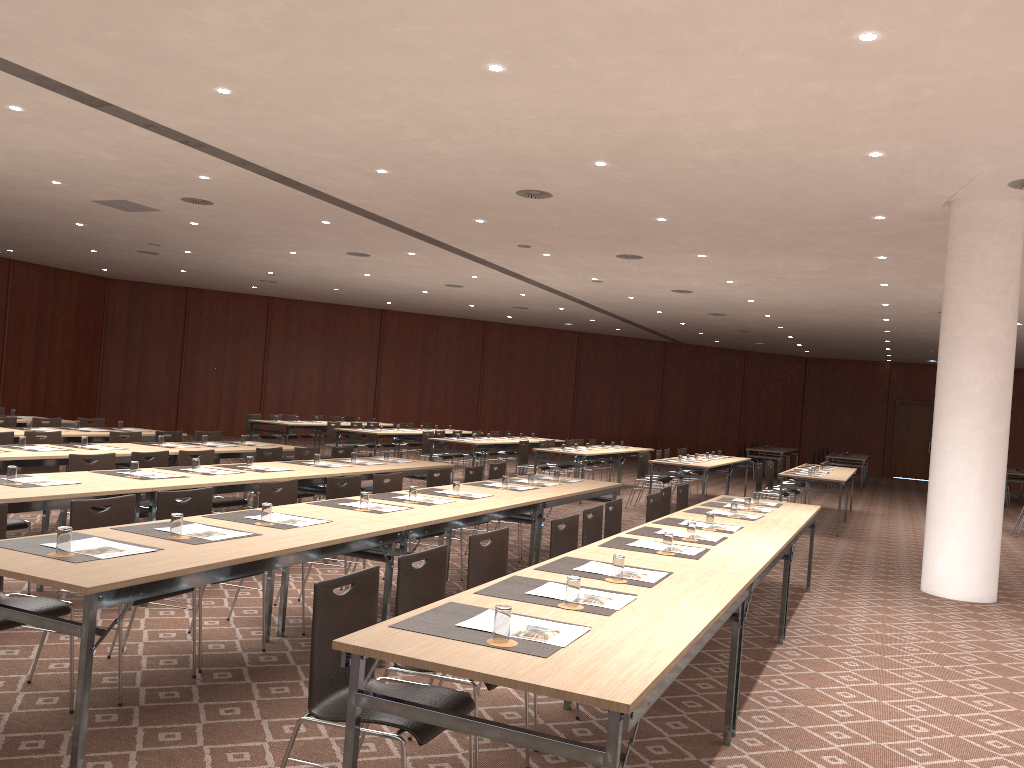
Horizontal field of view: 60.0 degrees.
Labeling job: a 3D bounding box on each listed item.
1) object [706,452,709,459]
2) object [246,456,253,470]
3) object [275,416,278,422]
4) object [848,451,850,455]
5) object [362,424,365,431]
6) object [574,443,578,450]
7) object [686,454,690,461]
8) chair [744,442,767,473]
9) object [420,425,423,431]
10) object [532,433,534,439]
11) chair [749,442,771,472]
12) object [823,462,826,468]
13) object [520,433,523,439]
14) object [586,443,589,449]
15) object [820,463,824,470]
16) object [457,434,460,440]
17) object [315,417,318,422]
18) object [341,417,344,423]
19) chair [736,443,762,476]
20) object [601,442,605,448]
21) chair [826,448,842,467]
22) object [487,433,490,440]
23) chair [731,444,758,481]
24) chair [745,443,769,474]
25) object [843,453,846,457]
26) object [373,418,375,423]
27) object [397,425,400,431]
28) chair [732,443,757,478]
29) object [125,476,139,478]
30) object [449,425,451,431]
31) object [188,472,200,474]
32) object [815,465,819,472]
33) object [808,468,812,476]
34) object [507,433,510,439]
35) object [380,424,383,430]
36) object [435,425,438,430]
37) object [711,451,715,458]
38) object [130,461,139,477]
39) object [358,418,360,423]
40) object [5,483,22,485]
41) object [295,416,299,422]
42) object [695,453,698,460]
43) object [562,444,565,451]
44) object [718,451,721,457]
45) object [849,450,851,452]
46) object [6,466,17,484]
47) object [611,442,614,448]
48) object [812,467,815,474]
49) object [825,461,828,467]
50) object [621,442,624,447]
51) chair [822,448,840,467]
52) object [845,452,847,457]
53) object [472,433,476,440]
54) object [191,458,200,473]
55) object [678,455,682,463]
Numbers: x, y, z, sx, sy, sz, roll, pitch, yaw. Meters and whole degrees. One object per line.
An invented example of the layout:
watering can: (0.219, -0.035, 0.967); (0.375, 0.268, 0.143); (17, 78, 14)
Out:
object: (3.602, 1.316, 16.334); (0.054, 0.114, 0.054); (5, -1, -10)
object: (-2.289, 0.689, 7.737); (0.054, 0.114, 0.054); (5, -1, -33)
object: (-4.625, 0.683, 17.427); (0.054, 0.114, 0.054); (4, -1, 12)
object: (9.470, 1.941, 24.926); (0.054, 0.114, 0.054); (5, -1, -10)
object: (-2.789, 0.814, 16.627); (0.054, 0.114, 0.054); (4, -1, 12)
object: (1.130, 1.107, 15.634); (0.054, 0.114, 0.054); (4, -1, 12)
object: (2.950, 1.237, 14.847); (0.054, 0.114, 0.054); (4, -1, 12)
chair: (7.379, 2.233, 26.723); (0.613, 0.939, 0.536); (4, -1, 20)
object: (-1.903, 0.923, 18.713); (0.054, 0.114, 0.054); (5, -1, -10)
object: (0.451, 1.117, 19.107); (0.054, 0.114, 0.054); (5, -1, -10)
chair: (7.654, 2.265, 27.250); (0.613, 0.939, 0.536); (4, -1, 21)
object: (5.678, 1.477, 16.139); (0.054, 0.114, 0.054); (5, -1, -33)
object: (0.189, 1.085, 18.512); (0.054, 0.114, 0.054); (5, -1, -10)
object: (1.384, 1.138, 16.242); (0.054, 0.114, 0.054); (4, -1, 12)
object: (5.432, 1.447, 15.543); (0.054, 0.114, 0.054); (5, -1, -33)
object: (-0.958, 0.944, 15.836); (0.054, 0.114, 0.054); (4, -1, 12)
object: (-4.108, 0.746, 18.624); (0.054, 0.114, 0.054); (4, -1, 12)
object: (-3.731, 0.792, 19.516); (0.054, 0.114, 0.054); (5, -1, -10)
chair: (6.749, 2.154, 25.147); (0.613, 0.939, 0.536); (4, -1, 24)
object: (1.759, 1.184, 17.129); (0.054, 0.114, 0.054); (5, -1, -10)
chair: (9.532, 2.398, 26.386); (0.613, 0.939, 0.536); (4, -1, 26)
object: (-0.447, 1.007, 17.030); (0.054, 0.114, 0.054); (4, -1, 12)
chair: (6.296, 2.095, 23.914); (0.613, 0.939, 0.536); (4, -1, 25)
chair: (7.210, 2.207, 26.038); (0.613, 0.939, 0.536); (4, -1, 22)
object: (8.560, 1.830, 22.844); (0.054, 0.114, 0.054); (5, -1, -33)
object: (-3.221, 0.855, 20.710); (0.054, 0.114, 0.054); (5, -1, -10)
object: (-2.282, 0.876, 17.828); (0.054, 0.114, 0.054); (4, -1, 12)
chair: (6.473, 2.122, 24.617); (0.613, 0.939, 0.536); (4, -1, 21)
object: (-2.794, 0.684, 6.538); (0.102, 0.001, 0.102); (4, -1, 12)
object: (-1.390, 0.986, 19.909); (0.054, 0.114, 0.054); (5, -1, -10)
object: (-2.550, 0.714, 7.131); (0.102, 0.001, 0.102); (4, -1, 12)
object: (5.044, 1.399, 14.661); (0.054, 0.114, 0.054); (5, -1, -10)
object: (4.524, 1.336, 13.453); (0.054, 0.114, 0.054); (5, -1, -10)
object: (-0.061, 1.054, 17.924); (0.054, 0.114, 0.054); (5, -1, -10)
object: (-2.538, 0.845, 17.242); (0.054, 0.114, 0.054); (4, -1, 12)
object: (-1.649, 0.954, 19.314); (0.054, 0.114, 0.054); (5, -1, -10)
object: (3.839, 1.346, 16.931); (0.054, 0.114, 0.054); (5, -1, -10)
object: (-2.786, 0.627, 6.541); (0.054, 0.114, 0.054); (5, -1, -33)
object: (-3.471, 0.824, 20.118); (0.054, 0.114, 0.054); (5, -1, -10)
object: (-3.177, 0.637, 5.651); (0.102, 0.001, 0.102); (4, -1, 12)
object: (-4.372, 0.714, 18.036); (0.054, 0.114, 0.054); (4, -1, 12)
object: (3.211, 1.268, 15.443); (0.054, 0.114, 0.054); (4, -1, 12)
object: (0.874, 1.075, 15.047); (0.054, 0.114, 0.054); (4, -1, 12)
object: (4.108, 1.378, 17.534); (0.054, 0.114, 0.054); (5, -1, -10)
object: (9.715, 1.972, 25.527); (0.054, 0.114, 0.054); (5, -1, -10)
object: (-3.184, 0.579, 5.644); (0.054, 0.114, 0.054); (5, -1, -33)
object: (2.016, 1.216, 17.727); (0.054, 0.114, 0.054); (5, -1, -10)
object: (4.777, 1.367, 14.059); (0.054, 0.114, 0.054); (5, -1, -10)
object: (5.937, 1.509, 16.732); (0.054, 0.114, 0.054); (5, -1, -33)
object: (2.273, 1.247, 18.319); (0.054, 0.114, 0.054); (5, -1, -10)
chair: (9.259, 2.368, 25.933); (0.613, 0.939, 0.536); (4, -1, 24)
object: (8.822, 1.862, 23.437); (0.054, 0.114, 0.054); (5, -1, -33)
object: (-0.701, 0.976, 16.432); (0.054, 0.114, 0.054); (4, -1, 12)
object: (-2.547, 0.657, 7.137); (0.054, 0.114, 0.054); (5, -1, -33)
object: (2.703, 1.206, 14.251); (0.054, 0.114, 0.054); (4, -1, 12)
